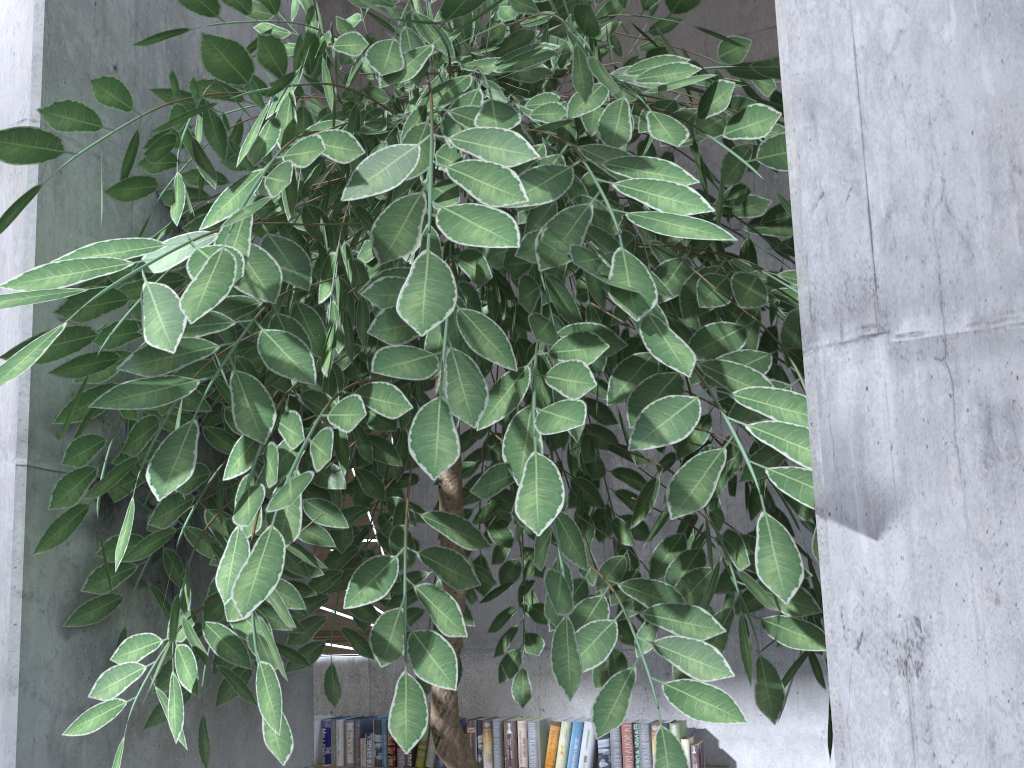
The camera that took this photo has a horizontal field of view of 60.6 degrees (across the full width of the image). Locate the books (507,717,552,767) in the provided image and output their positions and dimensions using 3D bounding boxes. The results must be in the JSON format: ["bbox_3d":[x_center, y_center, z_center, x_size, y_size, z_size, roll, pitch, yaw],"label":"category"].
[{"bbox_3d":[0.080,1.629,3.974,0.157,0.215,0.193,-6,-12,21],"label":"books"}]

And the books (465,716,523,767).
[{"bbox_3d":[-0.112,1.666,4.076,0.280,0.215,0.214,-7,-12,19],"label":"books"}]

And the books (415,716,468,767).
[{"bbox_3d":[-0.338,1.700,4.175,0.200,0.223,0.193,-6,-12,21],"label":"books"}]

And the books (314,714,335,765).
[{"bbox_3d":[-1.001,1.782,4.397,0.200,0.223,0.193,-6,-12,21],"label":"books"}]

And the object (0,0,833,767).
[{"bbox_3d":[0.008,0.413,0.979,1.000,1.819,0.991,0,-10,-12],"label":"object"}]

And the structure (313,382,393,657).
[{"bbox_3d":[-2.253,0.838,5.066,3.431,1.500,0.365,-8,-10,21],"label":"structure"}]

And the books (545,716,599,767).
[{"bbox_3d":[0.282,1.600,3.895,0.250,0.223,0.193,-7,-12,21],"label":"books"}]

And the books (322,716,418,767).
[{"bbox_3d":[-0.673,1.746,4.292,0.492,0.215,0.219,-8,-13,21],"label":"books"}]

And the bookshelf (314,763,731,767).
[{"bbox_3d":[-1.555,2.382,4.618,5.352,0.786,0.308,-8,-10,21],"label":"bookshelf"}]

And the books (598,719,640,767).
[{"bbox_3d":[0.467,1.580,3.821,0.157,0.215,0.157,-6,-11,21],"label":"books"}]

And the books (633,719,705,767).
[{"bbox_3d":[0.669,1.552,3.744,0.278,0.215,0.174,-7,-12,22],"label":"books"}]
